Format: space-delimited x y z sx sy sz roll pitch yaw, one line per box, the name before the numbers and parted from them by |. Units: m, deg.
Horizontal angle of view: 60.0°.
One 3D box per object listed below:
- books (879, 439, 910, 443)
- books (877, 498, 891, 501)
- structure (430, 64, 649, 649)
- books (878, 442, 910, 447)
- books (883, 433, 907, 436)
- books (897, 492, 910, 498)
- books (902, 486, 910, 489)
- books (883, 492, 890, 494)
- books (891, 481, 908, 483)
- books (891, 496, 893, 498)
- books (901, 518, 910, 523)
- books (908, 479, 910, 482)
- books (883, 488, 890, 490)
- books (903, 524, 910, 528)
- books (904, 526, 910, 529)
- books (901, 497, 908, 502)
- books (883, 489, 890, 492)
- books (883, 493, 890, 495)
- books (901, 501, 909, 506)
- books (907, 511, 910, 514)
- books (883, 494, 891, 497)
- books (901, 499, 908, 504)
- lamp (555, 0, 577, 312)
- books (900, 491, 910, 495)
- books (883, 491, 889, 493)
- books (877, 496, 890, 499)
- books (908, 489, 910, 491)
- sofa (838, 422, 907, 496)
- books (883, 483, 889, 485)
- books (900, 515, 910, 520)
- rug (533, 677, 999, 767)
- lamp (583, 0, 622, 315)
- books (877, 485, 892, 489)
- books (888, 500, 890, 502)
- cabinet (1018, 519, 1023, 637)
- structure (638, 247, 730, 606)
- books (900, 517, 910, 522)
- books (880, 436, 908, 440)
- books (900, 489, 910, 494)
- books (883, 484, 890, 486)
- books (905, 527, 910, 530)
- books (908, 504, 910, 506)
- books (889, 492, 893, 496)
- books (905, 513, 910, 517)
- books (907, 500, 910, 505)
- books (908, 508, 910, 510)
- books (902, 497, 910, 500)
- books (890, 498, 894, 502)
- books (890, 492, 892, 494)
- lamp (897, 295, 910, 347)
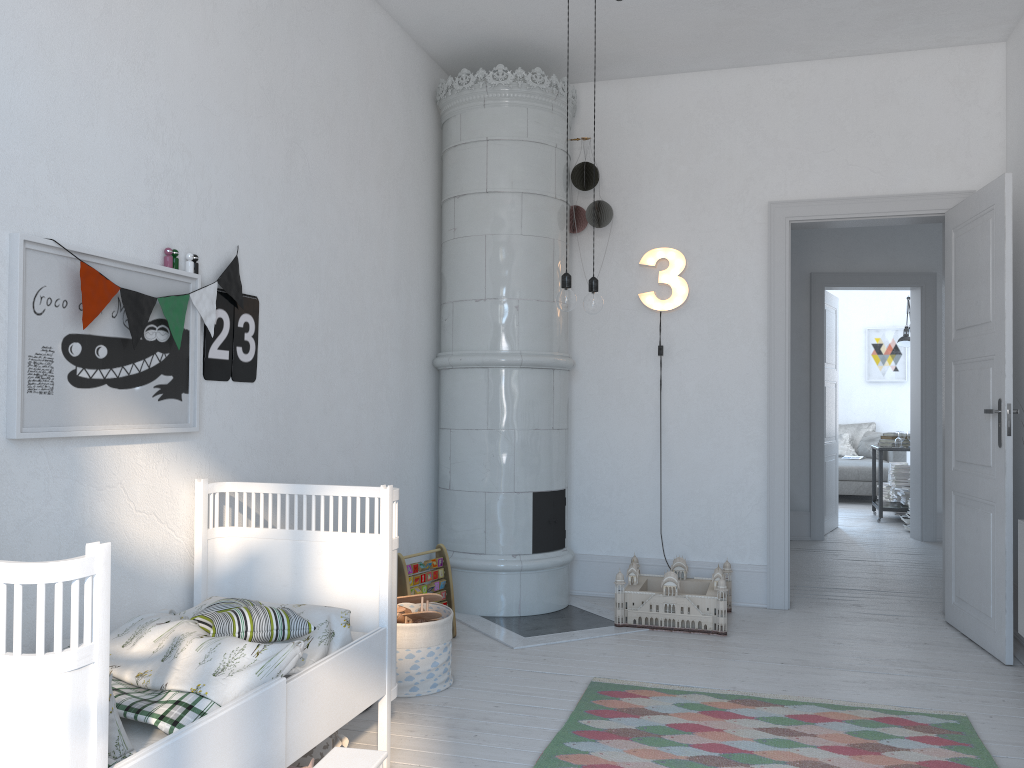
books | 3.775 0.559 8.700 0.284 0.033 0.197 1 -2 -32
books | 4.140 1.243 9.609 0.288 0.016 0.182 1 -1 -19
structure | 0.070 -0.179 4.652 0.800 2.879 1.256 1 -1 -29
books | 3.775 0.593 8.699 0.284 0.035 0.197 1 -1 -17
books | 3.776 0.498 8.699 0.204 0.025 0.144 1 -1 -17
books | 3.819 1.070 8.531 0.175 0.036 0.273 0 -1 16
books | 3.697 0.938 8.011 0.288 0.016 0.182 1 -2 -24
books | 4.159 1.174 9.613 0.285 0.012 0.159 1 -1 -9
books | 4.040 1.020 9.210 0.161 0.035 0.254 0 -1 16
books | 4.071 1.186 9.314 0.159 0.012 0.285 0 -2 21
books | 3.660 1.235 8.005 0.232 0.014 0.314 0 -1 16
books | 3.699 0.865 7.990 0.174 0.021 0.273 -1 -2 41
books | 4.153 1.132 9.599 0.254 0.013 0.161 1 -1 -14
books | 3.528 1.228 7.603 0.251 0.012 0.312 0 -1 7
books | 3.536 1.241 7.599 0.232 0.014 0.308 0 -1 4
books | 3.862 1.121 8.532 0.182 0.031 0.288 0 -1 16
books | 4.151 1.146 9.598 0.263 0.017 0.167 1 -1 -14
books | 4.161 1.186 9.600 0.254 0.012 0.161 1 -1 -19
books | 3.843 1.151 8.524 0.168 0.032 0.263 0 -1 16
books | 3.680 1.173 7.990 0.167 0.017 0.263 0 -1 11
books | 4.157 1.206 9.610 0.296 0.028 0.180 1 -1 -9
books | 3.861 1.136 8.532 0.182 0.031 0.288 0 -1 16
lamp | 0.293 -1.030 2.435 0.074 1.529 1.381 1 -1 -9
books | 3.843 1.053 8.506 0.182 0.031 0.288 0 -1 16
books | 4.159 1.161 9.590 0.256 0.013 0.161 1 -1 -4
books | 4.145 1.228 9.619 0.288 0.016 0.182 1 -1 -4
books | 3.708 0.954 8.009 0.182 0.016 0.288 -1 -2 36
sofa | 3.671 0.920 10.955 2.220 0.888 1.975 0 -1 17
books | 4.159 1.081 9.598 0.254 0.012 0.161 1 -1 -9
books | 3.651 1.208 8.006 0.251 0.012 0.312 0 -1 17
rug | 0.664 1.123 2.319 1.320 0.016 2.029 0 -1 17
lamp | 0.395 -1.027 2.529 0.074 1.529 1.381 1 -1 -9
books | 4.158 1.114 9.611 0.331 0.025 0.176 1 -1 -9
books | 4.057 1.240 9.321 0.182 0.016 0.288 0 -2 26
cabinet | 1.987 0.760 3.077 0.183 0.454 0.970 0 -1 16
structure | 0.945 0.221 4.861 0.513 1.946 0.065 0 -1 16
books | 3.658 1.221 8.001 0.232 0.014 0.308 0 -1 14
books | 3.781 0.526 8.699 0.254 0.032 0.174 1 -1 -12
books | 3.829 1.036 8.490 0.182 0.031 0.288 0 -1 16
books | 4.168 1.094 9.611 0.285 0.012 0.159 1 -1 -4
books | 3.538 1.255 7.604 0.232 0.014 0.314 0 -1 6
books | 3.683 1.100 7.993 0.161 0.013 0.254 0 -1 11
books | 4.063 1.159 9.299 0.167 0.017 0.263 0 -1 16
books | 3.669 1.190 8.002 0.182 0.016 0.288 0 -1 16
books | 3.686 1.082 8.006 0.176 0.025 0.331 0 -1 16
books | 3.687 1.146 8.007 0.159 0.012 0.285 0 -1 16
books | 3.865 1.098 8.535 0.180 0.042 0.296 0 -1 16
books | 4.070 1.219 9.312 0.180 0.028 0.296 0 -2 21
books | 4.065 1.144 9.301 0.161 0.013 0.254 0 -1 16
lamp | 5.006 -0.791 11.255 0.200 0.669 0.687 0 -1 26
